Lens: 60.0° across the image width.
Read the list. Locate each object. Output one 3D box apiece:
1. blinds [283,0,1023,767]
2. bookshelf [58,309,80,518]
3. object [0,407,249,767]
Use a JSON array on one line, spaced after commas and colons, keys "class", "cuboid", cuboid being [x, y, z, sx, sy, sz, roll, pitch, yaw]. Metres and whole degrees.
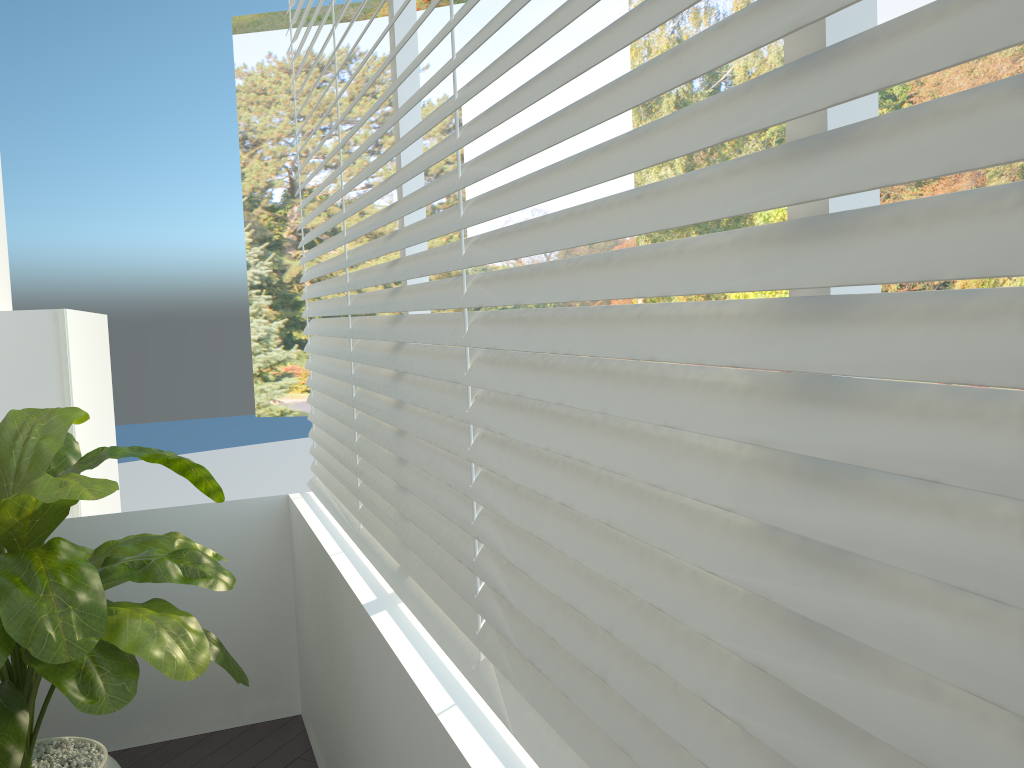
[{"class": "blinds", "cuboid": [-0.140, -1.629, 1.101, 1.219, 4.261, 3.922, -3, 4, -2]}, {"class": "bookshelf", "cuboid": [-2.202, 0.374, 4.155, 0.502, 1.494, 2.101, -4, 5, -21]}, {"class": "object", "cuboid": [-1.186, 0.675, 2.146, 1.027, 1.197, 1.121, -6, 6, -42]}]
